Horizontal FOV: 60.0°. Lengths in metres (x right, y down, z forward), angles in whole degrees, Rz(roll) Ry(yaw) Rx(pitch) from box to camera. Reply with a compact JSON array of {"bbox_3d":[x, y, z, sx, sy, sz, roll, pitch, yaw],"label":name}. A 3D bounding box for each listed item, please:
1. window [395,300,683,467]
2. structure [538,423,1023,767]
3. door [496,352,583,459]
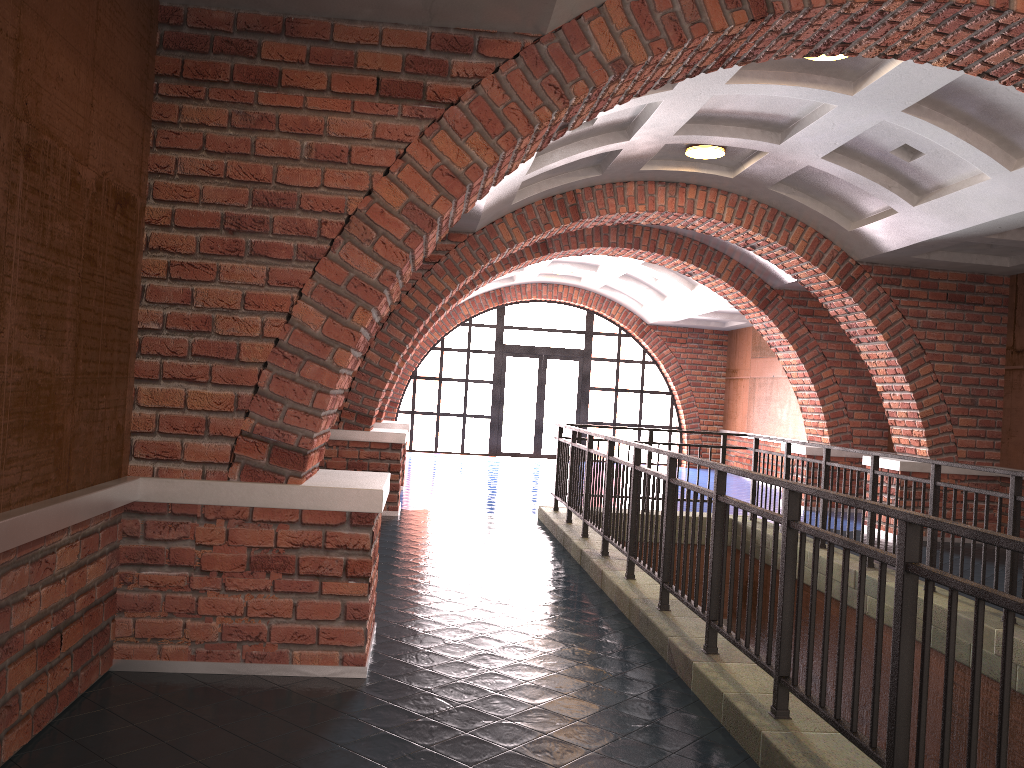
[{"bbox_3d":[0.692,-0.084,19.053,6.353,3.471,0.100,4,-1,-6],"label":"window"},{"bbox_3d":[1.927,3.290,4.545,2.464,5.665,11.176,4,-1,-6],"label":"structure"},{"bbox_3d":[0.604,0.480,19.046,1.754,2.236,0.040,4,-1,-6],"label":"door"}]
